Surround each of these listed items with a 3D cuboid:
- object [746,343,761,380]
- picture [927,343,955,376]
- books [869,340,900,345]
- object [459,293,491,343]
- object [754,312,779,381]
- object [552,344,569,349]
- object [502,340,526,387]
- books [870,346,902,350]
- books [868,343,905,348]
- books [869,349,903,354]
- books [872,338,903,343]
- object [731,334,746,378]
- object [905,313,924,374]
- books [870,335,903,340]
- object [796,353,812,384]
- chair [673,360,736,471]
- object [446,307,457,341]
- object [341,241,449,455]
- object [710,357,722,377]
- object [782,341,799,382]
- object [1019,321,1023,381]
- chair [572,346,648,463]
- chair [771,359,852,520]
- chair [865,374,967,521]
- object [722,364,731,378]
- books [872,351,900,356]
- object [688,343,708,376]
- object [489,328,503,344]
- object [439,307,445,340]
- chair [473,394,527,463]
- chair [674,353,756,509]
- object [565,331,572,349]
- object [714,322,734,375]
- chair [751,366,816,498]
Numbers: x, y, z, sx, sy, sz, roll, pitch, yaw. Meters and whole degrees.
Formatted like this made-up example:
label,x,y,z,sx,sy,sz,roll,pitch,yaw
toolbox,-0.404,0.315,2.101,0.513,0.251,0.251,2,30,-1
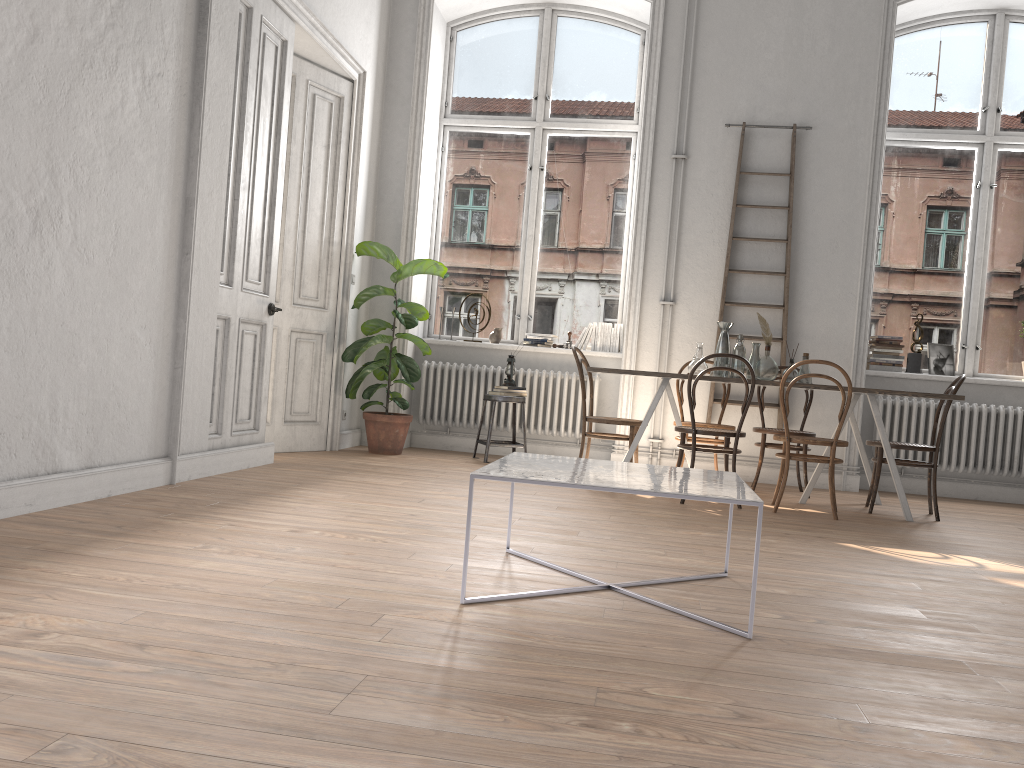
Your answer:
label,x,y,z,sx,sy,sz,roll,pitch,yaw
object,1.638,-0.148,5.981,0.098,0.255,0.100,4,1,-14
picture,3.422,-0.191,7.118,0.221,0.264,0.149,4,1,-7
books,3.000,-0.330,7.137,0.231,0.023,0.162,5,1,25
object,-0.319,-0.571,7.645,0.347,0.425,0.087,5,1,41
object,1.677,-0.239,5.811,0.156,0.446,0.157,5,1,27
object,0.404,-0.324,7.550,0.153,0.048,0.088,4,1,-41
object,0.017,-0.170,7.083,0.163,0.383,0.154,4,1,-17
books,3.010,-0.287,7.135,0.205,0.022,0.155,5,1,4
books,3.006,-0.308,7.136,0.243,0.019,0.174,5,1,9
books,3.012,-0.265,7.140,0.222,0.024,0.158,5,1,9
books,3.015,-0.350,7.134,0.205,0.020,0.155,5,1,9
object,1.516,-0.181,5.926,0.086,0.301,0.086,4,1,-5
object,3.240,-0.324,7.103,0.122,0.488,0.102,5,1,33
books,3.013,-0.372,7.144,0.201,0.024,0.159,5,1,-1
object,1.957,-0.101,5.924,0.101,0.212,0.101,4,1,-42
chair,1.389,0.277,6.419,0.438,0.921,0.549,5,1,7
object,-0.515,-0.518,7.656,0.095,0.289,0.095,5,1,31
object,1.532,-0.174,6.313,5.826,1.842,0.792,5,1,14
object,1.373,-0.120,5.948,0.083,0.158,0.083,5,1,5
object,1.849,-0.144,5.864,0.107,0.283,0.106,5,1,4
object,4.212,-0.264,6.953,0.500,0.524,0.234,4,1,-2
chair,0.646,0.223,5.999,0.549,0.921,0.438,5,1,17
chair,1.806,0.322,5.365,0.437,0.921,0.549,5,1,20
chair,2.561,0.378,5.675,0.549,0.921,0.438,5,1,21
object,1.416,-0.084,5.846,0.058,0.094,0.058,5,1,37
books,3.006,-0.242,7.136,0.205,0.022,0.155,5,1,23
object,1.230,-0.161,5.842,0.132,0.219,0.132,4,1,-2
object,-0.141,-0.415,7.615,0.100,0.142,0.102,4,1,-16
object,-0.621,-0.527,7.731,0.095,0.289,0.095,5,1,40
chair,-0.075,0.352,7.035,0.364,0.523,0.360,4,1,-17
chair,1.235,0.275,5.492,0.438,0.921,0.549,5,1,4
object,0.484,-0.369,7.480,0.048,0.153,0.088,4,1,-21
object,1.440,-0.229,6.051,0.116,0.383,0.116,5,1,20
chair,1.965,0.323,6.408,0.438,0.921,0.549,5,1,16
